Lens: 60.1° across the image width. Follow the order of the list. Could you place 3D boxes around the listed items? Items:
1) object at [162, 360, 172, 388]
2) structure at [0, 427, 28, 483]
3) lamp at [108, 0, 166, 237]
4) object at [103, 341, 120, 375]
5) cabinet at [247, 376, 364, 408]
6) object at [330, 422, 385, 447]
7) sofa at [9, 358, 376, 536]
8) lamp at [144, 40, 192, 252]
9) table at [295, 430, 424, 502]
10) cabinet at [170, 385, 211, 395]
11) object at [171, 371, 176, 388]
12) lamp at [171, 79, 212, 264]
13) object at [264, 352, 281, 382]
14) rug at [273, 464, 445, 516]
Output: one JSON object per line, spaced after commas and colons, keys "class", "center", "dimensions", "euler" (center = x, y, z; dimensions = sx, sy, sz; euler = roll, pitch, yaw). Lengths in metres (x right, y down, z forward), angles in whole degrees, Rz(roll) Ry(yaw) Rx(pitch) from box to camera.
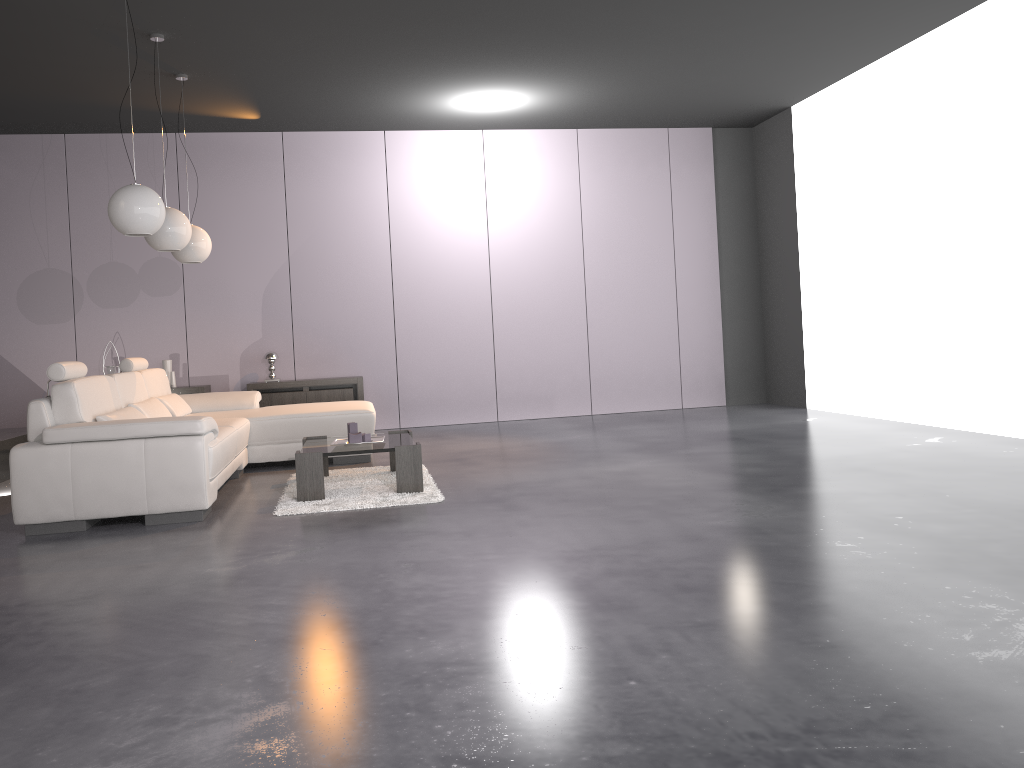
{"class": "object", "center": [-3.252, -0.097, 8.367], "dimensions": [0.089, 0.264, 0.089], "euler": [-3, 1, 41]}
{"class": "structure", "center": [-3.678, 0.730, 3.366], "dimensions": [1.000, 0.300, 8.778], "euler": [-3, 3, -10]}
{"class": "lamp", "center": [-2.183, -1.560, 5.081], "dimensions": [0.307, 1.414, 0.306], "euler": [-3, 0, -43]}
{"class": "object", "center": [-3.713, -0.165, 8.210], "dimensions": [0.123, 0.465, 0.108], "euler": [-3, 0, -9]}
{"class": "cabinet", "center": [-1.965, 0.237, 8.527], "dimensions": [1.072, 0.555, 0.377], "euler": [-3, 1, -10]}
{"class": "object", "center": [-0.921, 0.293, 5.303], "dimensions": [0.304, 0.136, 0.304], "euler": [-3, 3, -6]}
{"class": "sofa", "center": [-1.844, 0.217, 5.940], "dimensions": [1.869, 0.858, 2.864], "euler": [-3, 3, -10]}
{"class": "lamp", "center": [-2.335, -1.597, 5.923], "dimensions": [0.306, 1.414, 0.307], "euler": [-3, 0, -7]}
{"class": "table", "center": [-0.933, 0.481, 5.417], "dimensions": [0.701, 0.270, 0.906], "euler": [-3, 3, -10]}
{"class": "cabinet", "center": [-3.387, 0.325, 8.269], "dimensions": [1.072, 0.555, 0.377], "euler": [-3, 1, -10]}
{"class": "object", "center": [-3.174, -0.041, 8.293], "dimensions": [0.051, 0.152, 0.051], "euler": [-3, 1, -32]}
{"class": "lamp", "center": [-2.497, -1.636, 6.799], "dimensions": [0.306, 1.414, 0.307], "euler": [-3, 0, -7]}
{"class": "object", "center": [-2.304, -0.169, 8.495], "dimensions": [0.140, 0.284, 0.140], "euler": [-3, 1, -10]}
{"class": "rug", "center": [-0.932, 0.620, 5.402], "dimensions": [0.917, 0.023, 1.527], "euler": [-4, 3, -10]}
